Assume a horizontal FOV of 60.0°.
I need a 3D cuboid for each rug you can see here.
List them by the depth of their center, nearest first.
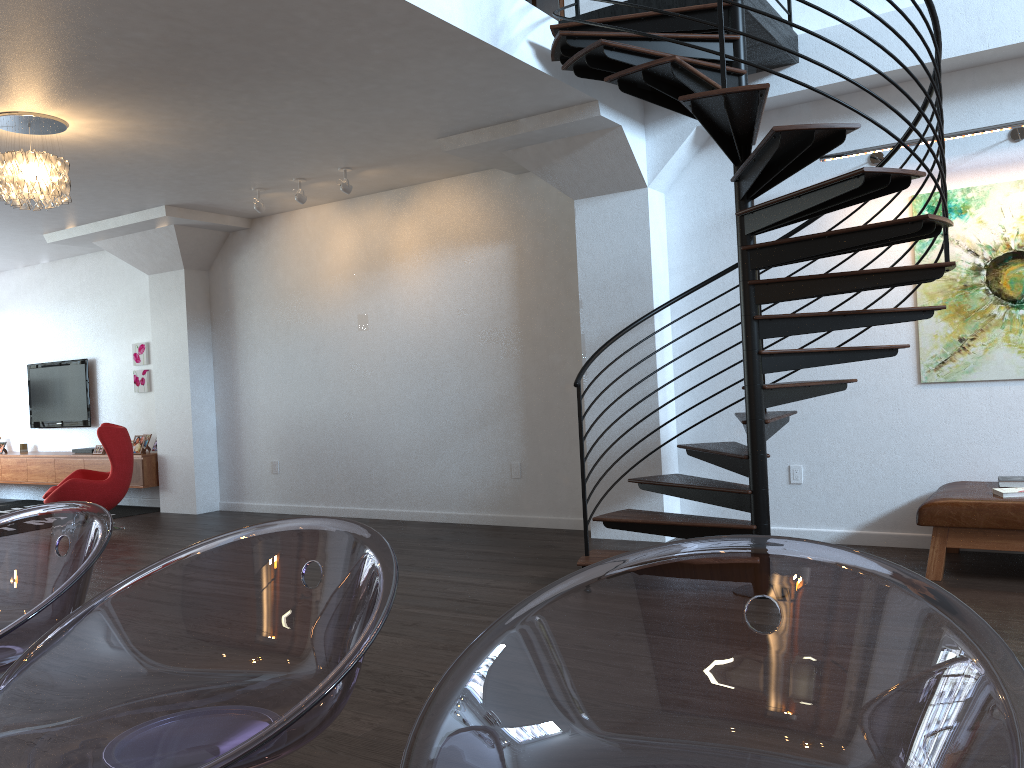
[{"bbox_3d":[-6.180,1.494,8.855,3.100,0.007,4.200,-3,0,34],"label":"rug"}]

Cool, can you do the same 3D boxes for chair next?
[{"bbox_3d":[0.174,0.677,0.759,0.530,1.014,0.481,-3,0,35],"label":"chair"},{"bbox_3d":[-0.371,0.704,1.079,0.530,1.014,0.481,-3,0,31],"label":"chair"},{"bbox_3d":[-0.896,0.730,1.440,0.530,1.014,0.481,-3,0,31],"label":"chair"},{"bbox_3d":[-4.045,0.887,8.475,0.801,1.006,0.798,-3,0,-32],"label":"chair"}]

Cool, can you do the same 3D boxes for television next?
[{"bbox_3d":[-5.579,0.132,10.900,1.324,0.816,0.013,-3,0,33],"label":"television"}]

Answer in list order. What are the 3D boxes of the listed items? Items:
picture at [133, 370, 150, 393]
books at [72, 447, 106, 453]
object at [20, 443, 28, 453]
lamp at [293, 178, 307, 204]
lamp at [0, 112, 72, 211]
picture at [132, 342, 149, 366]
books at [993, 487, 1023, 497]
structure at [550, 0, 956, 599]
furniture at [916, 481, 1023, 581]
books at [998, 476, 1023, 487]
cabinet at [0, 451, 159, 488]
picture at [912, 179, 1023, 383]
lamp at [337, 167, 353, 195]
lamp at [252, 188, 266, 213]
[{"bbox_3d":[-4.207,-0.032,10.074,0.250,0.250,0.030,-3,0,33],"label":"picture"},{"bbox_3d":[-4.935,0.782,10.419,0.400,0.053,0.250,-3,0,33],"label":"books"},{"bbox_3d":[-6.210,0.813,11.280,0.089,0.110,0.089,-3,0,-12],"label":"object"},{"bbox_3d":[-1.782,-1.620,7.456,0.111,0.211,0.120,-3,0,-8],"label":"lamp"},{"bbox_3d":[-3.033,-1.382,5.595,0.441,0.539,0.442,-3,0,-15],"label":"lamp"},{"bbox_3d":[-4.222,-0.339,10.074,0.250,0.250,0.030,-3,0,33],"label":"picture"},{"bbox_3d":[2.757,0.586,4.813,0.223,0.031,0.161,-3,0,11],"label":"books"},{"bbox_3d":[1.248,-1.052,4.774,1.998,4.352,1.998,-3,0,-6],"label":"structure"},{"bbox_3d":[3.225,0.800,4.755,1.819,0.453,0.907,-3,0,33],"label":"furniture"},{"bbox_3d":[2.944,0.570,5.176,0.183,0.044,0.254,-3,0,28],"label":"books"},{"bbox_3d":[-5.675,1.017,10.804,4.501,0.350,0.459,-3,0,33],"label":"cabinet"},{"bbox_3d":[3.044,-0.629,5.371,1.095,1.200,0.010,-3,0,33],"label":"picture"},{"bbox_3d":[-1.348,-1.641,7.173,0.111,0.211,0.120,-3,0,7],"label":"lamp"},{"bbox_3d":[-2.206,-1.599,7.731,0.111,0.211,0.120,-3,0,-23],"label":"lamp"}]
